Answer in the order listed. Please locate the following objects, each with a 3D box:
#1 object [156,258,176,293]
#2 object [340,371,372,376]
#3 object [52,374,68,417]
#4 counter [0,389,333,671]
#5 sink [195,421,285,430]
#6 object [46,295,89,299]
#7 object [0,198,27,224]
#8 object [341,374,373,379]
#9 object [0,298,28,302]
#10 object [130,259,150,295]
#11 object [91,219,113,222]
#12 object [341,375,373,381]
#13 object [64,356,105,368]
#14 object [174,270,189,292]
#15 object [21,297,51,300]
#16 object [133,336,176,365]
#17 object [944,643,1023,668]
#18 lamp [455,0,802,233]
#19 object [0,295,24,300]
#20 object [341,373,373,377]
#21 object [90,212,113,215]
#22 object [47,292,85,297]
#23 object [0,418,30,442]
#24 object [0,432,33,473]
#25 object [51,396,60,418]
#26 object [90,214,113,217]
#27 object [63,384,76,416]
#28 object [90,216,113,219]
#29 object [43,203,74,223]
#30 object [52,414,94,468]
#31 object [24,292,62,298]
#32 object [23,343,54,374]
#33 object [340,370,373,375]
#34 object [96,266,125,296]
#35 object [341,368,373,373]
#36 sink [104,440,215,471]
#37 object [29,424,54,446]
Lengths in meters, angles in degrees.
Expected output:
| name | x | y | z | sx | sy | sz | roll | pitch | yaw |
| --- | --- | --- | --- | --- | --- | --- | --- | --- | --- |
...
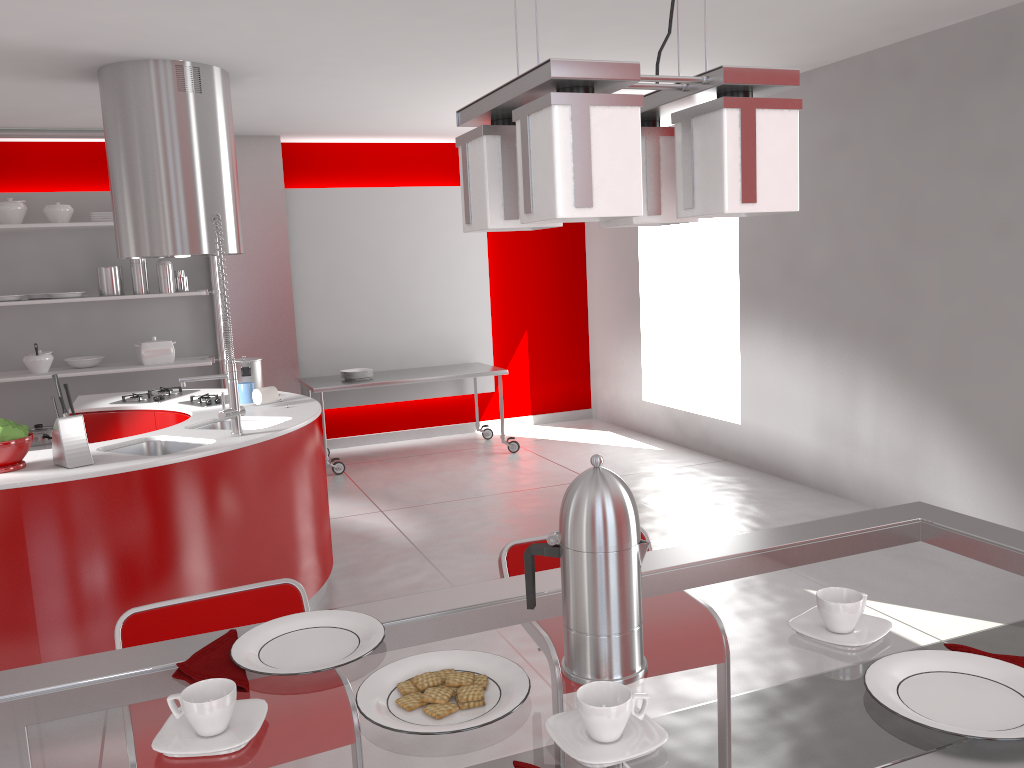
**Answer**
| name | x | y | z | sx | sy | sz | roll | pitch | yaw |
| --- | --- | --- | --- | --- | --- | --- | --- | --- | --- |
| object | -2.490 | -0.791 | 6.375 | 0.115 | 0.274 | 0.115 | -7 | 9 | -28 |
| object | -1.221 | -0.079 | 6.975 | 0.228 | 0.020 | 0.228 | -9 | 10 | -39 |
| object | -1.626 | 0.126 | 3.230 | 0.150 | 0.322 | 0.014 | 4 | 10 | 39 |
| counter | -1.875 | 0.663 | 3.878 | 1.868 | 0.880 | 2.865 | -1 | 8 | 13 |
| sink | -1.218 | 0.279 | 3.992 | 0.428 | 0.172 | 0.326 | 0 | 8 | 18 |
| object | -3.103 | -0.602 | 6.180 | 0.280 | 0.015 | 0.280 | -2 | 8 | 8 |
| object | -3.446 | -1.176 | 6.073 | 0.231 | 0.191 | 0.231 | 0 | 8 | 19 |
| object | -1.220 | -0.059 | 6.978 | 0.228 | 0.020 | 0.228 | -9 | 10 | -39 |
| object | -3.462 | -0.568 | 6.056 | 0.280 | 0.015 | 0.280 | -1 | 8 | 16 |
| object | -2.671 | -0.807 | 6.354 | 0.109 | 0.329 | 0.110 | -6 | 8 | -23 |
| object | -2.888 | -1.156 | 6.322 | 0.200 | 0.030 | 0.200 | -6 | 8 | -21 |
| object | -1.219 | -0.049 | 6.980 | 0.228 | 0.020 | 0.228 | -9 | 10 | -39 |
| object | -3.109 | -0.155 | 6.454 | 0.272 | 0.072 | 0.272 | 2 | 9 | 32 |
| object | -2.470 | -0.763 | 6.589 | 0.127 | 0.157 | 0.127 | -4 | 8 | -11 |
| object | -3.348 | -0.612 | 6.336 | 0.280 | 0.015 | 0.280 | -1 | 8 | 16 |
| object | -2.630 | -0.251 | 6.535 | 0.282 | 0.197 | 0.235 | -7 | 9 | -31 |
| object | 0.657 | 0.353 | 1.083 | 0.095 | 0.012 | 0.234 | -6 | 8 | -22 |
| lamp | 0.105 | -0.703 | 1.011 | 0.304 | 1.025 | 0.304 | -6 | 8 | -21 |
| object | -3.463 | -0.582 | 6.054 | 0.244 | 0.042 | 0.244 | -9 | 10 | -36 |
| object | -1.220 | -0.069 | 6.977 | 0.228 | 0.020 | 0.228 | -9 | 10 | -39 |
| object | -2.890 | -1.202 | 6.316 | 0.200 | 0.030 | 0.200 | -6 | 8 | -21 |
| object | -3.103 | -0.616 | 6.178 | 0.244 | 0.042 | 0.244 | -9 | 10 | -36 |
| object | -1.842 | 0.198 | 3.196 | 0.198 | 0.182 | 0.193 | -5 | 8 | -15 |
| object | -1.849 | 0.252 | 3.199 | 0.228 | 0.118 | 0.229 | 4 | 10 | 40 |
| object | -1.636 | 0.144 | 3.206 | 0.091 | 0.197 | 0.009 | 4 | 10 | 39 |
| object | -2.889 | -1.186 | 6.318 | 0.200 | 0.030 | 0.200 | -6 | 8 | -21 |
| object | -1.600 | 0.139 | 3.246 | 0.130 | 0.279 | 0.012 | 4 | 10 | 39 |
| object | -2.888 | -1.171 | 6.320 | 0.200 | 0.030 | 0.200 | -6 | 8 | -21 |
| object | -3.161 | -1.187 | 6.186 | 0.192 | 0.153 | 0.192 | -4 | 8 | -8 |
| object | -1.602 | 0.203 | 3.221 | 0.137 | 0.178 | 0.091 | 4 | 10 | 41 |
| object | -3.348 | -0.626 | 6.335 | 0.244 | 0.042 | 0.244 | -7 | 9 | -29 |
| object | -3.318 | -0.183 | 6.208 | 0.192 | 0.214 | 0.192 | -8 | 9 | -34 |
| object | -1.221 | -0.089 | 6.974 | 0.228 | 0.020 | 0.228 | -9 | 10 | -39 |
| object | -2.872 | -0.732 | 6.330 | 0.184 | 0.205 | 0.172 | -5 | 8 | -16 |
| object | -1.222 | -0.099 | 6.973 | 0.228 | 0.020 | 0.228 | -9 | 10 | -39 |
| sink | -1.412 | 0.348 | 3.551 | 0.428 | 0.172 | 0.326 | 2 | 9 | 29 |
| object | -3.383 | 0.361 | 6.324 | 0.308 | 0.130 | 0.407 | -5 | 8 | -14 |
